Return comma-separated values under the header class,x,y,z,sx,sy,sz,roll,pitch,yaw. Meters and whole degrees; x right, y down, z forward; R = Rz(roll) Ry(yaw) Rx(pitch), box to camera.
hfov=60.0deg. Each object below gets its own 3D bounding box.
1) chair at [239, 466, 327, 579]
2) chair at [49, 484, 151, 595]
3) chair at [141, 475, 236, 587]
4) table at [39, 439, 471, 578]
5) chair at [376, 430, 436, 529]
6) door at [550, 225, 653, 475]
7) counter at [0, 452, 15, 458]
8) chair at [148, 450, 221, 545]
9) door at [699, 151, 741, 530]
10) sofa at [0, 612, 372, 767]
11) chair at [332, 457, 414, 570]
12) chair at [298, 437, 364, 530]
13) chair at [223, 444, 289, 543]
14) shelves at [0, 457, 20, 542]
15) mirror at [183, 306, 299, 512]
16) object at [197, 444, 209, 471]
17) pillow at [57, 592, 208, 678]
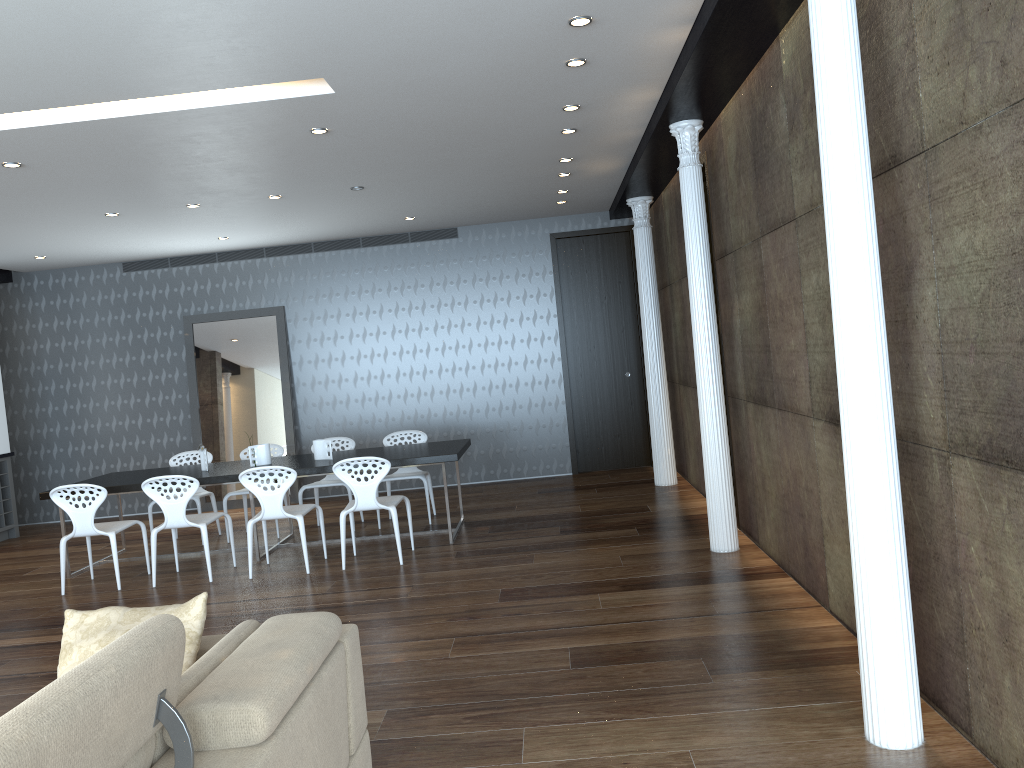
class,x,y,z,sx,sy,sz,roll,pitch,yaw
chair,-1.757,1.005,6.752,0.495,0.835,0.581,-6,2,2
chair,-3.187,1.143,6.825,0.495,0.835,0.581,-6,2,2
chair,-2.490,1.076,6.791,0.495,0.835,0.581,-6,2,2
table,-2.061,1.054,7.680,3.400,0.733,1.200,-6,2,2
chair,-1.003,0.875,8.339,0.495,0.835,0.581,-6,2,2
door,1.067,-0.392,10.392,1.000,2.814,0.246,-6,2,2
counter,-6.033,0.885,7.916,1.000,0.040,3.700,-6,2,2
chair,-3.099,1.079,8.426,0.495,0.835,0.581,-6,2,2
door,1.828,-0.351,7.037,0.510,2.814,1.000,-6,2,2
sofa,-1.083,1.052,1.877,1.021,0.950,2.581,-6,2,2
chair,-1.064,0.936,6.742,0.495,0.835,0.581,-6,2,2
chair,-1.702,0.943,8.368,0.495,0.835,0.581,-6,2,2
chair,-2.400,1.011,8.397,0.495,0.835,0.581,-6,2,2
shelves,-5.949,1.312,8.931,0.900,0.897,1.700,-6,2,2
mirror,-3.159,0.287,10.350,1.200,2.294,0.240,-6,2,2
object,-2.660,0.630,7.622,0.076,0.233,0.161,-6,2,-16
pillow,-1.278,0.928,2.896,0.518,0.393,0.395,-5,2,6
